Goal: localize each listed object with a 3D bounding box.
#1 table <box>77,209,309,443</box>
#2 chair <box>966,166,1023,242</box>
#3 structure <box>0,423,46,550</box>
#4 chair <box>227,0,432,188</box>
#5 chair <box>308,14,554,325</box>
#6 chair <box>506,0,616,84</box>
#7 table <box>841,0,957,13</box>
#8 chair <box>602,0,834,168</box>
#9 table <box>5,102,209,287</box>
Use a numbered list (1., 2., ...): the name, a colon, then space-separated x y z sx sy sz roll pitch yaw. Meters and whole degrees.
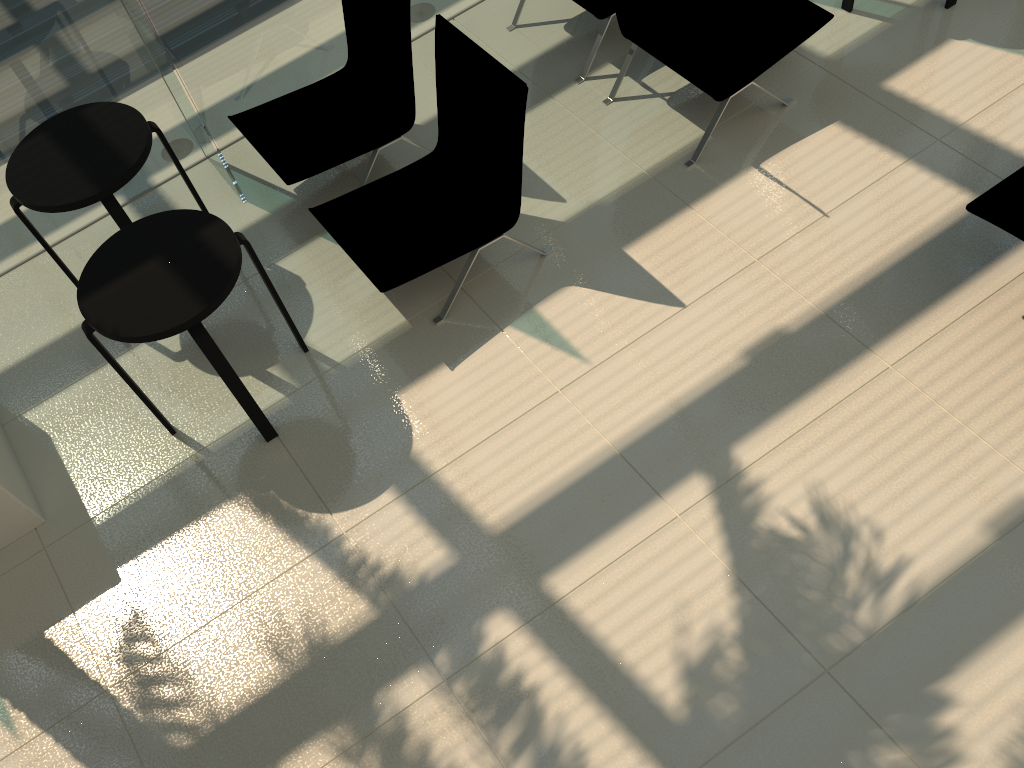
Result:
1. table: -1.363 -0.218 3.832 0.677 0.837 0.633 6 59 14
2. chair: 2.707 -0.412 2.919 0.908 1.241 1.920 -35 59 -13
3. structure: -3.554 -1.457 1.070 4.327 7.521 4.602 26 65 24
4. chair: -0.944 -1.471 4.395 0.874 0.953 0.674 -33 58 -11
5. chair: -0.423 -0.902 3.972 0.874 0.953 0.674 -33 58 -11
6. chair: 0.458 -2.373 4.641 0.874 0.953 0.674 -33 58 -11
7. table: 2.062 -2.465 4.457 0.681 0.837 0.629 -1 57 9
8. chair: 0.979 -1.805 4.218 0.874 0.953 0.674 -33 58 -11
9. table: -1.906 -0.809 4.272 0.677 0.837 0.633 6 59 14
